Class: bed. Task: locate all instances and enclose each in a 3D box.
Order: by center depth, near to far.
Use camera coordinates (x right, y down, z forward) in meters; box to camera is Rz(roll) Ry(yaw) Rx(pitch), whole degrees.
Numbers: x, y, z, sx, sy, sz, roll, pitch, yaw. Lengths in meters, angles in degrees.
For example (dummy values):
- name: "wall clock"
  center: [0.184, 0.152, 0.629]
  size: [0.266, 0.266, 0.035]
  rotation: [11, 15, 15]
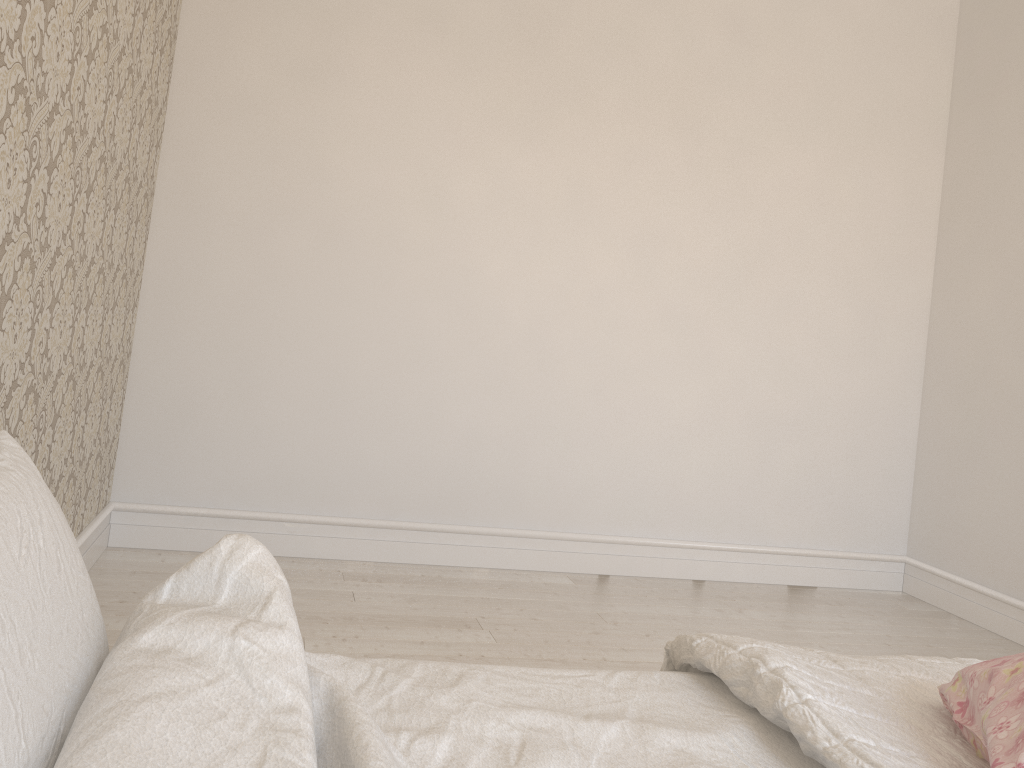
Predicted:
- name: "bed"
  center: [0.296, 0.592, 0.605]
  size: [2.204, 0.634, 1.957]
  rotation: [6, 2, -14]

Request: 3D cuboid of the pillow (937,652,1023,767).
- name: "pillow"
  center: [0.654, 0.359, 0.897]
  size: [0.354, 0.203, 0.392]
  rotation: [7, 2, 18]

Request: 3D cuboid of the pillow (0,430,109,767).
- name: "pillow"
  center: [-0.472, 0.234, 0.749]
  size: [0.201, 0.309, 0.565]
  rotation: [7, 1, -15]
